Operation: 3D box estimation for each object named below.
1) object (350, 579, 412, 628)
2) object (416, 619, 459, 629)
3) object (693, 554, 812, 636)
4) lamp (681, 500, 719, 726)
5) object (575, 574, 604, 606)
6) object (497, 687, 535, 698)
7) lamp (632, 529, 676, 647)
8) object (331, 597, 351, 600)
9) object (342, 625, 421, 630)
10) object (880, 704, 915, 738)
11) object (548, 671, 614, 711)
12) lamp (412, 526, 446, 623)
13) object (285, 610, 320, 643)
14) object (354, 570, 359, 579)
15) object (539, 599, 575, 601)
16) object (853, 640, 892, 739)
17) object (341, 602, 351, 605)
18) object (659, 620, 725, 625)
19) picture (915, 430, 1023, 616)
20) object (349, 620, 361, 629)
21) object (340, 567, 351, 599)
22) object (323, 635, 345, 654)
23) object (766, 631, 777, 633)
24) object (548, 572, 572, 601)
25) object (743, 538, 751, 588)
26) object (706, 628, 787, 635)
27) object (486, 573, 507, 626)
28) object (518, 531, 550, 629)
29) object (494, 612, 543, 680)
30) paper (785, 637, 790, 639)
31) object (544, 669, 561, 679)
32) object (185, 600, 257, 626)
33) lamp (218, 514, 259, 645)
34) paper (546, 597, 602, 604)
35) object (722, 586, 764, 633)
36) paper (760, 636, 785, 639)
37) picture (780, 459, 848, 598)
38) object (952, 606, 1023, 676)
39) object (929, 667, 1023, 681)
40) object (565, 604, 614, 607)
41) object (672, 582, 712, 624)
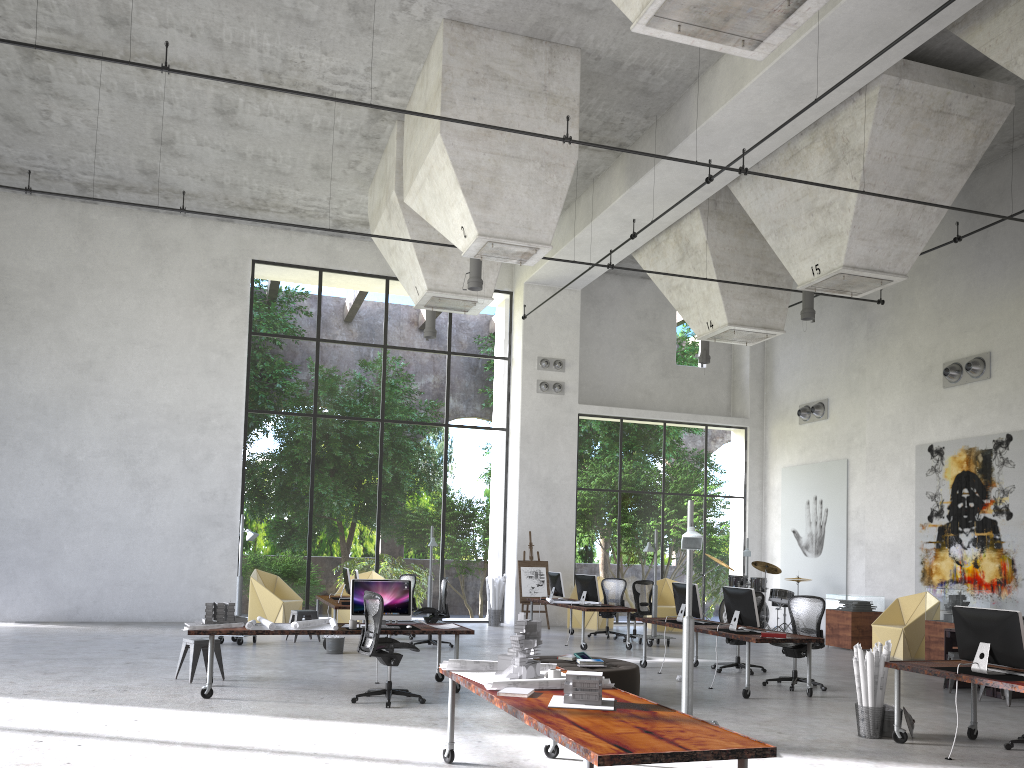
[{"bbox_3d":[-1.519,2.567,10.278,0.716,0.548,0.381,4,-6,-16],"label":"object"},{"bbox_3d":[-0.886,2.849,10.447,0.470,0.085,0.441,4,-11,-14],"label":"object"},{"bbox_3d":[5.394,4.645,19.385,1.892,1.724,2.997,6,-10,-33],"label":"object"},{"bbox_3d":[1.560,2.098,7.765,0.579,2.133,0.602,1,-4,7],"label":"lamp"},{"bbox_3d":[1.427,3.736,15.923,0.378,0.547,0.722,4,-8,-26],"label":"object"},{"bbox_3d":[0.028,2.002,5.705,0.200,0.023,0.239,-1,-11,13],"label":"object"},{"bbox_3d":[2.646,3.758,16.254,0.597,2.133,0.583,3,-4,-18],"label":"lamp"},{"bbox_3d":[-2.912,3.895,15.918,0.689,0.008,0.860,5,-11,-16],"label":"object"},{"bbox_3d":[-1.528,2.847,10.260,0.850,0.008,0.697,5,-11,-16],"label":"object"},{"bbox_3d":[3.623,3.195,8.365,0.398,0.295,0.298,-2,-8,25],"label":"object"},{"bbox_3d":[0.434,1.875,5.411,0.389,0.180,0.423,0,-10,7],"label":"object"},{"bbox_3d":[-1.698,4.025,18.274,0.580,2.133,0.600,3,-4,-18],"label":"lamp"},{"bbox_3d":[-3.617,4.195,15.231,0.478,0.527,0.460,6,-8,-33],"label":"object"},{"bbox_3d":[-2.478,3.372,14.609,0.377,0.547,0.724,3,-8,-11],"label":"object"},{"bbox_3d":[0.942,4.287,17.384,0.689,0.008,0.860,5,-11,-16],"label":"object"},{"bbox_3d":[3.388,2.861,8.278,0.319,0.929,0.345,2,-4,0],"label":"object"},{"bbox_3d":[-2.483,3.653,14.593,0.688,0.008,0.861,4,-11,-11],"label":"object"},{"bbox_3d":[2.545,3.386,12.458,0.689,0.008,0.860,5,-11,-16],"label":"object"},{"bbox_3d":[7.876,2.441,15.230,0.020,2.989,2.380,3,-6,-18],"label":"picture"},{"bbox_3d":[-1.788,2.730,9.968,0.122,0.099,0.089,0,-7,11],"label":"object"},{"bbox_3d":[-2.907,3.615,15.934,0.378,0.547,0.723,3,-8,-16],"label":"object"},{"bbox_3d":[-2.762,4.028,13.645,0.296,0.295,0.402,5,-9,-24],"label":"object"},{"bbox_3d":[3.095,2.951,10.441,0.149,0.011,0.011,-8,-11,40],"label":"object"},{"bbox_3d":[0.946,4.006,17.399,0.378,0.547,0.723,3,-8,-16],"label":"object"},{"bbox_3d":[5.597,4.743,20.919,0.579,2.133,0.602,1,-4,17],"label":"object"},{"bbox_3d":[2.968,3.148,11.157,0.689,0.008,0.860,5,-11,-16],"label":"object"},{"bbox_3d":[-0.361,4.799,19.529,0.415,1.198,0.442,5,-5,-40],"label":"object"},{"bbox_3d":[0.448,4.293,19.280,0.695,2.124,0.689,3,-4,-17],"label":"object"},{"bbox_3d":[0.030,1.930,6.451,0.361,0.516,0.500,0,-7,18],"label":"object"},{"bbox_3d":[3.138,3.012,10.450,0.291,0.001,0.213,-6,-13,34],"label":"paper"},{"bbox_3d":[0.284,2.061,6.187,0.122,0.099,0.089,0,-7,11],"label":"object"},{"bbox_3d":[-3.319,2.608,10.053,0.740,0.302,0.438,7,-10,-28],"label":"object"},{"bbox_3d":[-4.528,3.241,14.615,0.596,2.133,0.585,1,-4,15],"label":"lamp"},{"bbox_3d":[1.167,4.127,16.758,1.076,0.104,0.991,3,-11,-8],"label":"paper"},{"bbox_3d":[2.973,2.867,11.173,0.378,0.547,0.723,3,-8,-16],"label":"object"},{"bbox_3d":[3.138,3.012,10.450,0.292,0.001,0.212,-9,-15,43],"label":"paper"},{"bbox_3d":[6.808,3.313,19.924,0.020,2.989,2.362,3,-6,-18],"label":"picture"},{"bbox_3d":[4.155,2.203,7.540,0.378,0.547,0.723,3,-8,-16],"label":"object"},{"bbox_3d":[4.150,2.483,7.524,0.689,0.008,0.860,5,-11,-16],"label":"object"},{"bbox_3d":[1.422,4.017,15.908,0.690,0.008,0.858,7,-12,-26],"label":"object"},{"bbox_3d":[2.549,3.105,12.474,0.378,0.547,0.723,3,-8,-16],"label":"object"}]
